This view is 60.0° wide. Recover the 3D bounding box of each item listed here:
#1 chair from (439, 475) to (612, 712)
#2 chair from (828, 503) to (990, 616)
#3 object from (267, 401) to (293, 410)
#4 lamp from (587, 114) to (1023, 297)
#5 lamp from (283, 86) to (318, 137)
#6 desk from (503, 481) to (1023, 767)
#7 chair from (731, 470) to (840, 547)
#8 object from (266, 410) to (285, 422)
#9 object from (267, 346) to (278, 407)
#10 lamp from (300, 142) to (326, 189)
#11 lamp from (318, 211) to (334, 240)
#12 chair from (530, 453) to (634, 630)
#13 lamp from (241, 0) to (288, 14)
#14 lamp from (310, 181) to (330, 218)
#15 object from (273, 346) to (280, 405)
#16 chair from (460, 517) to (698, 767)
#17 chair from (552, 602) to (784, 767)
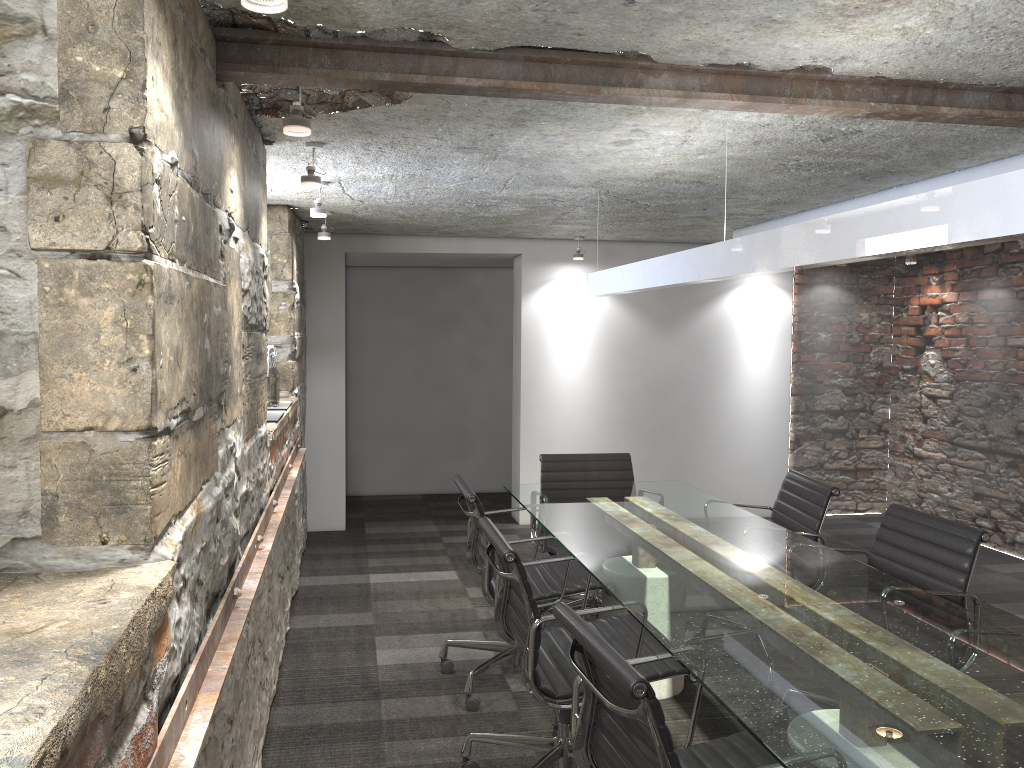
[{"bbox_3d":[0.073,0.821,3.668,0.667,0.837,0.693,-1,3,-19],"label":"chair"},{"bbox_3d":[1.175,0.869,2.994,0.667,0.837,0.693,-1,4,-21],"label":"chair"},{"bbox_3d":[-1.261,0.107,4.402,0.310,0.007,0.457,0,3,-10],"label":"object"},{"bbox_3d":[0.694,-0.598,2.788,0.073,0.524,3.159,0,3,-10],"label":"lamp"},{"bbox_3d":[-0.582,-0.765,2.428,0.077,0.165,0.098,2,4,22],"label":"lamp"},{"bbox_3d":[0.684,0.935,2.878,0.909,0.711,3.154,0,3,-10],"label":"desk"},{"bbox_3d":[1.018,0.820,3.825,0.667,0.837,0.693,0,3,-12],"label":"chair"},{"bbox_3d":[-1.159,0.140,3.849,0.310,0.007,0.457,0,3,-10],"label":"object"},{"bbox_3d":[-1.189,-0.037,4.364,0.073,0.300,0.073,-2,4,-42],"label":"object"},{"bbox_3d":[-0.747,-0.818,3.320,0.077,0.165,0.098,2,4,22],"label":"lamp"},{"bbox_3d":[-1.095,-0.929,5.198,0.077,0.165,0.098,2,4,22],"label":"lamp"},{"bbox_3d":[0.415,0.788,4.285,0.693,0.837,0.667,-1,3,-18],"label":"chair"},{"bbox_3d":[-0.406,-0.709,1.476,0.077,0.165,0.098,2,4,22],"label":"lamp"},{"bbox_3d":[-0.905,-0.869,4.175,0.077,0.165,0.098,2,4,22],"label":"lamp"},{"bbox_3d":[-1.206,-0.043,4.456,0.073,0.300,0.073,-2,4,-42],"label":"object"},{"bbox_3d":[0.216,0.872,2.801,0.667,0.837,0.693,-1,3,-20],"label":"chair"},{"bbox_3d":[0.430,0.926,1.891,0.667,0.837,0.693,-1,4,-23],"label":"chair"}]
